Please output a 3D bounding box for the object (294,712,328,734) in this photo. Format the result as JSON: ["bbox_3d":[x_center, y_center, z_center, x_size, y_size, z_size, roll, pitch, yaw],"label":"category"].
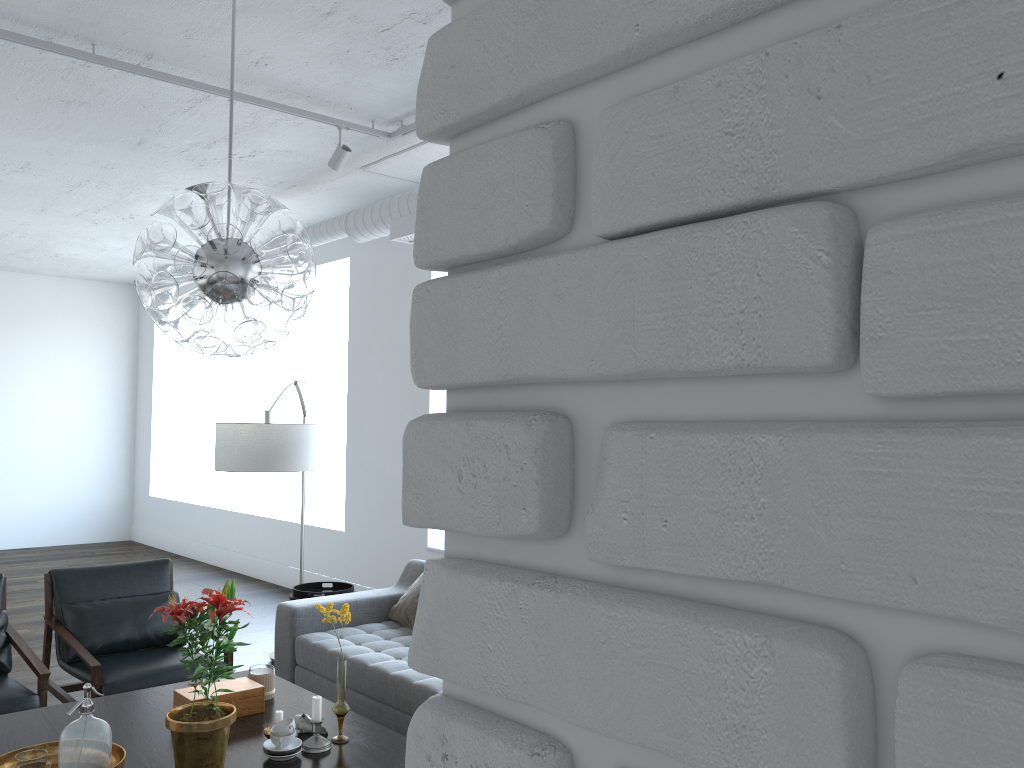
[{"bbox_3d":[-0.692,1.166,3.049,0.124,0.078,0.069,-1,-3,31],"label":"object"}]

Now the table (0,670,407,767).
[{"bbox_3d":[-1.142,1.385,2.912,1.306,0.394,1.362,3,-4,-41],"label":"table"}]

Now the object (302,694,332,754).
[{"bbox_3d":[-0.640,1.106,2.909,0.098,0.174,0.098,-2,-4,43],"label":"object"}]

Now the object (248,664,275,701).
[{"bbox_3d":[-0.979,1.158,3.444,0.117,0.116,0.106,-1,-3,29],"label":"object"}]

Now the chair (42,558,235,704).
[{"bbox_3d":[-1.918,1.316,4.527,0.678,0.698,0.983,3,-4,-41],"label":"chair"}]

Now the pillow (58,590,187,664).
[{"bbox_3d":[-2.041,1.275,4.680,0.612,0.293,0.246,3,-4,-41],"label":"pillow"}]

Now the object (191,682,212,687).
[{"bbox_3d":[-1.172,1.154,3.374,0.103,0.077,0.103,-1,-3,21],"label":"object"}]

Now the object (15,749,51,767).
[{"bbox_3d":[-1.367,1.118,2.527,0.085,0.089,0.195,2,-3,-32],"label":"object"}]

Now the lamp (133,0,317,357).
[{"bbox_3d":[-0.903,-0.861,2.853,0.552,1.546,0.552,-2,-4,36],"label":"lamp"}]

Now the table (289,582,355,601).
[{"bbox_3d":[-1.084,1.432,5.078,0.379,0.536,0.379,2,-3,-24],"label":"table"}]

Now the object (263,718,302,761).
[{"bbox_3d":[-0.732,1.131,2.834,0.121,0.113,0.124,2,-3,-22],"label":"object"}]

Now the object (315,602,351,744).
[{"bbox_3d":[-0.600,0.961,2.976,0.121,0.470,0.120,2,-3,-25],"label":"object"}]

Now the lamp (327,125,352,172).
[{"bbox_3d":[-0.965,-1.339,4.990,0.154,0.285,0.095,-2,-4,42],"label":"lamp"}]

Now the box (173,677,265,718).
[{"bbox_3d":[-1.069,1.158,3.238,0.294,0.093,0.169,3,-4,-41],"label":"box"}]

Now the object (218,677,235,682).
[{"bbox_3d":[-1.094,1.167,3.415,0.058,0.055,0.058,3,-4,-41],"label":"object"}]

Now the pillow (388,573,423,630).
[{"bbox_3d":[-0.424,1.140,4.718,0.298,0.338,0.597,2,-3,-32],"label":"pillow"}]

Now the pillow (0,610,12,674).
[{"bbox_3d":[-2.676,1.242,4.127,0.612,0.293,0.246,3,-4,-41],"label":"pillow"}]

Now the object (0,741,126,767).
[{"bbox_3d":[-1.333,1.135,2.580,0.383,0.068,0.383,0,-3,1],"label":"object"}]

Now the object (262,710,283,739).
[{"bbox_3d":[-0.785,1.147,2.987,0.102,0.098,0.102,1,-3,-2],"label":"object"}]

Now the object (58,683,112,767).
[{"bbox_3d":[-1.253,1.025,2.608,0.143,0.288,0.143,-1,-3,20],"label":"object"}]

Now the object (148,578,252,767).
[{"bbox_3d":[-0.960,0.904,2.765,0.275,0.558,0.284,0,-3,11],"label":"object"}]

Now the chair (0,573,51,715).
[{"bbox_3d":[-2.552,1.283,3.974,0.678,0.698,0.983,3,-4,-41],"label":"chair"}]

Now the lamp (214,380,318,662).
[{"bbox_3d":[-1.177,0.807,4.692,0.432,1.738,2.162,1,-3,-7],"label":"lamp"}]

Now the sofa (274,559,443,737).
[{"bbox_3d":[-0.050,1.315,4.016,0.991,0.684,2.541,3,-4,-41],"label":"sofa"}]
